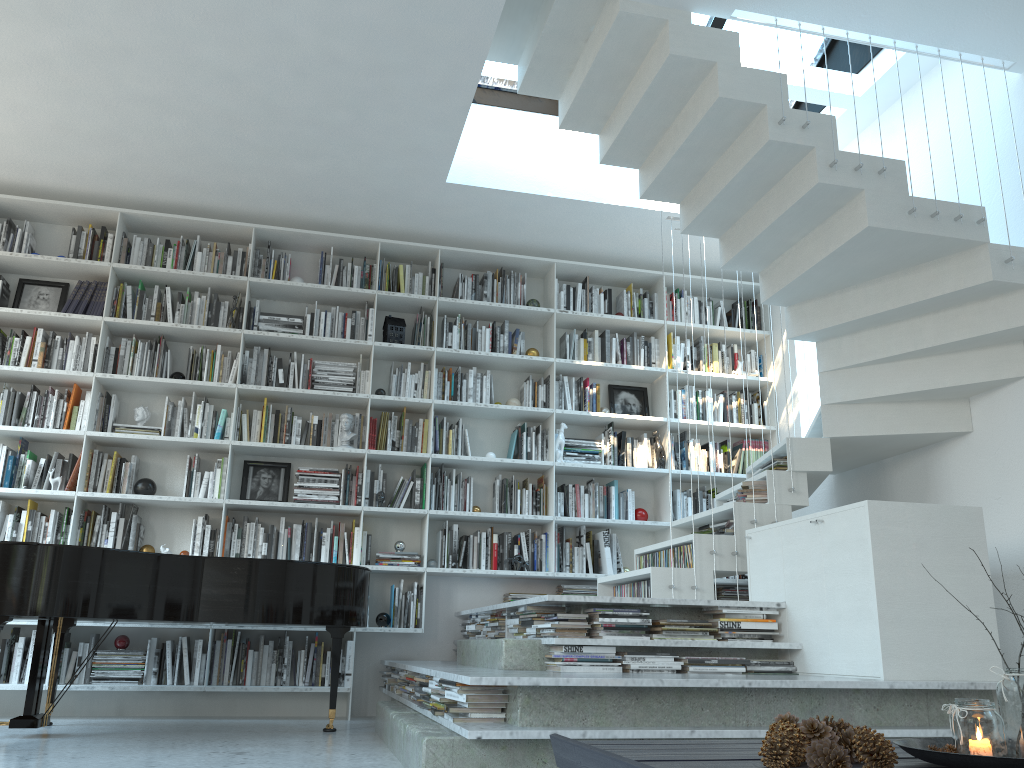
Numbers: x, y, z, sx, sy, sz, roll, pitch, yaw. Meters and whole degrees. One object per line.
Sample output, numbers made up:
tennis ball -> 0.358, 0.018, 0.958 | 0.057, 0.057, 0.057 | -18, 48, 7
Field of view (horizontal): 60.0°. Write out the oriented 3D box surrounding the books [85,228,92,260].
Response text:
books -> -2.779, -0.865, 5.844 | 0.013, 0.282, 0.167 | 5, -16, -12

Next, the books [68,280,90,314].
books -> -2.791, -0.512, 5.732 | 0.110, 0.278, 0.174 | 5, -16, -13

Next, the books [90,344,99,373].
books -> -2.621, -0.120, 5.632 | 0.039, 0.201, 0.236 | 5, -17, -12

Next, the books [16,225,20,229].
books -> -3.208, -0.887, 5.744 | 0.013, 0.252, 0.129 | 5, -16, -12

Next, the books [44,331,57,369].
books -> -2.915, -0.174, 5.616 | 0.025, 0.285, 0.161 | 5, -16, -12

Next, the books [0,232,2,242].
books -> -3.285, -0.863, 5.724 | 0.014, 0.192, 0.146 | 5, -17, -12

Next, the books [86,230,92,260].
books -> -2.765, -0.858, 5.833 | 0.010, 0.262, 0.157 | 5, -16, -12

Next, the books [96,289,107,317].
books -> -2.642, -0.504, 5.770 | 0.078, 0.284, 0.174 | 5, -16, -13

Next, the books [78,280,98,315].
books -> -2.739, -0.511, 5.742 | 0.097, 0.281, 0.174 | 5, -16, -13

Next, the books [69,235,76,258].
books -> -2.862, -0.843, 5.811 | 0.028, 0.217, 0.153 | 5, -17, -12

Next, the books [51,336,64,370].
books -> -2.877, -0.157, 5.624 | 0.029, 0.260, 0.158 | 5, -16, -12

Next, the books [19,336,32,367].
books -> -3.044, -0.162, 5.578 | 0.047, 0.237, 0.163 | 5, -17, -12

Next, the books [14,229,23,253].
books -> -3.176, -0.870, 5.730 | 0.021, 0.213, 0.174 | 5, -17, -12

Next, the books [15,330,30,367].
books -> -3.072, -0.182, 5.572 | 0.014, 0.272, 0.181 | 5, -17, -12

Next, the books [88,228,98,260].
books -> -2.755, -0.862, 5.837 | 0.011, 0.273, 0.184 | 5, -17, -12

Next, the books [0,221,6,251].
books -> -3.267, -0.898, 5.724 | 0.016, 0.260, 0.154 | 5, -16, -12

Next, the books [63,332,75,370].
books -> -2.806, -0.165, 5.628 | 0.012, 0.280, 0.188 | 5, -17, -12

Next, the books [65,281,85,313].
books -> -2.817, -0.509, 5.743 | 0.110, 0.278, 0.174 | 5, -16, -13

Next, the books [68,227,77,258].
books -> -2.884, -0.869, 5.827 | 0.013, 0.277, 0.151 | 5, -16, -12

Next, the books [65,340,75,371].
books -> -2.785, -0.141, 5.622 | 0.030, 0.230, 0.173 | 5, -17, -12

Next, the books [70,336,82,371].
books -> -2.759, -0.154, 5.632 | 0.022, 0.262, 0.175 | 5, -17, -12

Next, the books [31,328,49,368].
books -> -2.965, -0.185, 5.582 | 0.030, 0.285, 0.185 | 5, -16, -12

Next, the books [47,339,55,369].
books -> -2.894, -0.149, 5.603 | 0.013, 0.231, 0.172 | 5, -17, -12

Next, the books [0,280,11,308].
books -> -3.227, -0.524, 5.615 | 0.012, 0.213, 0.186 | 5, -17, -12

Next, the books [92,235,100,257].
books -> -2.750, -0.844, 5.864 | 0.013, 0.253, 0.129 | 5, -16, -12

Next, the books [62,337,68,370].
books -> -2.833, -0.152, 5.638 | 0.035, 0.260, 0.131 | 5, -16, -12

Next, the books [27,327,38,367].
books -> -3.014, -0.190, 5.597 | 0.014, 0.303, 0.152 | 5, -16, -12

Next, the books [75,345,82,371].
books -> -2.745, -0.122, 5.640 | 0.013, 0.205, 0.173 | 5, -17, -12

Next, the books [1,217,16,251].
books -> -3.241, -0.910, 5.716 | 0.015, 0.278, 0.191 | 5, -17, -12

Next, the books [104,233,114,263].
books -> -2.652, -0.842, 5.862 | 0.031, 0.253, 0.178 | 5, -17, -12

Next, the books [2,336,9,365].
books -> -3.154, -0.166, 5.559 | 0.012, 0.230, 0.150 | 5, -16, -12

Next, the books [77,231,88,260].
books -> -2.810, -0.855, 5.821 | 0.028, 0.248, 0.156 | 5, -16, -12

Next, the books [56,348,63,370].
books -> -2.853, -0.120, 5.618 | 0.022, 0.185, 0.137 | 5, -17, -12

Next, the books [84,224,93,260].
books -> -2.795, -0.880, 5.860 | 0.014, 0.319, 0.137 | 5, -16, -12

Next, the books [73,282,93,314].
books -> -2.773, -0.506, 5.753 | 0.110, 0.278, 0.174 | 5, -16, -13

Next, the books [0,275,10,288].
books -> -3.240, -0.542, 5.625 | 0.012, 0.254, 0.167 | 5, -16, -12

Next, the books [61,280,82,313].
books -> -2.837, -0.514, 5.730 | 0.110, 0.278, 0.174 | 5, -16, -13

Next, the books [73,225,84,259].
books -> -2.835, -0.871, 5.821 | 0.024, 0.279, 0.188 | 5, -17, -12

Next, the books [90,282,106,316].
books -> -2.690, -0.503, 5.778 | 0.078, 0.284, 0.174 | 5, -16, -13

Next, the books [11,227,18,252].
books -> -3.194, -0.873, 5.733 | 0.013, 0.219, 0.181 | 5, -17, -12

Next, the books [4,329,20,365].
books -> -3.141, -0.188, 5.565 | 0.012, 0.276, 0.151 | 5, -16, -12

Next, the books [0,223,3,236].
books -> -3.296, -0.891, 5.719 | 0.016, 0.242, 0.156 | 5, -16, -12

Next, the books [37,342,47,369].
books -> -2.936, -0.140, 5.572 | 0.029, 0.195, 0.192 | 5, -17, -12

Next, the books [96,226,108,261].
books -> -2.698, -0.870, 5.847 | 0.025, 0.296, 0.164 | 5, -16, -12

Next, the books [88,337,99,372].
books -> -2.662, -0.146, 5.656 | 0.035, 0.263, 0.178 | 5, -17, -12

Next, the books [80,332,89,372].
books -> -2.704, -0.165, 5.641 | 0.012, 0.290, 0.183 | 5, -16, -12

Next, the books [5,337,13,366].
books -> -3.126, -0.162, 5.548 | 0.014, 0.217, 0.164 | 5, -17, -12

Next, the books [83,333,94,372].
books -> -2.690, -0.159, 5.656 | 0.022, 0.288, 0.170 | 5, -16, -12

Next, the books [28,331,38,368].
books -> -2.992, -0.178, 5.579 | 0.023, 0.270, 0.187 | 5, -17, -12

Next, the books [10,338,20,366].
books -> -3.093, -0.159, 5.555 | 0.031, 0.216, 0.173 | 5, -17, -12

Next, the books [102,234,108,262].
books -> -2.680, -0.844, 5.869 | 0.022, 0.259, 0.152 | 5, -16, -12

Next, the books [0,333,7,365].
books -> -3.182, -0.179, 5.551 | 0.047, 0.249, 0.134 | 5, -16, -12

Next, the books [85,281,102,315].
books -> -2.711, -0.506, 5.768 | 0.078, 0.284, 0.174 | 5, -16, -13

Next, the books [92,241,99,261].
books -> -2.726, -0.818, 5.837 | 0.027, 0.189, 0.178 | 5, -17, -12

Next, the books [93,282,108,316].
books -> -2.667, -0.502, 5.778 | 0.078, 0.284, 0.174 | 5, -16, -13

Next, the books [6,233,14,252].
books -> -3.226, -0.856, 5.725 | 0.026, 0.182, 0.162 | 5, -17, -12

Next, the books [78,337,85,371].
books -> -2.728, -0.146, 5.661 | 0.024, 0.265, 0.155 | 5, -16, -12

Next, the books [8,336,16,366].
books -> -3.115, -0.165, 5.559 | 0.011, 0.228, 0.171 | 5, -17, -12
